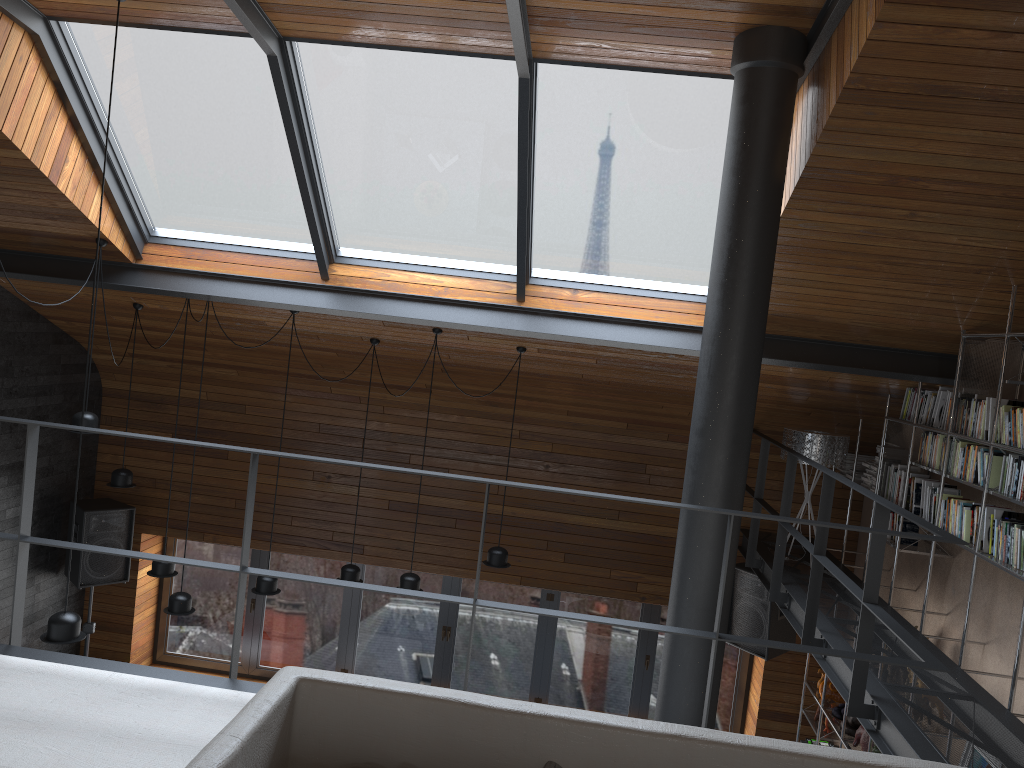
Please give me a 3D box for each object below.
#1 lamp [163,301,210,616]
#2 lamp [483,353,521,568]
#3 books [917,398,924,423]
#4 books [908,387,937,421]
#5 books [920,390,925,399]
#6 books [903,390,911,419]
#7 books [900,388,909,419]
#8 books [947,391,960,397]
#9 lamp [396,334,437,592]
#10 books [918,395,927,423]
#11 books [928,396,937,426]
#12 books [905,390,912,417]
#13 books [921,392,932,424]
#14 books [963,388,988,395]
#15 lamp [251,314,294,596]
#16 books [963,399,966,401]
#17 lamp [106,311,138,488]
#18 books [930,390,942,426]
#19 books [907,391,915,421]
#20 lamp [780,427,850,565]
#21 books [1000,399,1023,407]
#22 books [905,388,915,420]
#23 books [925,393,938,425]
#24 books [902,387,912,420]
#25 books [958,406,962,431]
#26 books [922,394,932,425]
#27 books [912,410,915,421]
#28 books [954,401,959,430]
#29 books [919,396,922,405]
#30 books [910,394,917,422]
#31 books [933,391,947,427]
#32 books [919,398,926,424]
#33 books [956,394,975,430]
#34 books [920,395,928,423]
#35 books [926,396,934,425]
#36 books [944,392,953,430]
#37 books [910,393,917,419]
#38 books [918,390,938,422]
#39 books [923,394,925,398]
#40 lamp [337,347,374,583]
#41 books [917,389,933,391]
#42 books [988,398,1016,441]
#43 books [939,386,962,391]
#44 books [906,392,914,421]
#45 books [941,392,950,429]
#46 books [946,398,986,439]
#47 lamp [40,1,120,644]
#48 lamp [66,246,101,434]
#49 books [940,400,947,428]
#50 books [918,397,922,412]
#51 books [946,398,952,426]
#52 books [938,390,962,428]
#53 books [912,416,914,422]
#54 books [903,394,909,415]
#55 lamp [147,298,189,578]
[{"bbox_3d":[-2.187,0.451,6.114,0.210,2.273,0.210,9,4,42],"label":"lamp"},{"bbox_3d":[-0.024,0.550,6.489,0.210,1.565,0.210,9,4,42],"label":"lamp"},{"bbox_3d":[2.731,0.181,5.825,0.111,0.171,0.056,7,3,5],"label":"books"},{"bbox_3d":[2.779,0.145,6.002,0.143,0.233,0.081,7,3,5],"label":"books"},{"bbox_3d":[2.768,0.159,5.867,0.161,0.220,0.074,7,3,5],"label":"books"},{"bbox_3d":[2.794,0.150,6.113,0.149,0.202,0.067,7,3,4],"label":"books"},{"bbox_3d":[2.795,0.141,6.163,0.148,0.229,0.073,7,3,5],"label":"books"},{"bbox_3d":[2.768,0.169,5.476,0.191,0.244,0.075,7,3,5],"label":"books"},{"bbox_3d":[-0.640,0.553,6.388,0.210,1.911,0.210,9,4,42],"label":"lamp"},{"bbox_3d":[2.731,0.171,5.786,0.111,0.194,0.059,7,3,5],"label":"books"},{"bbox_3d":[2.739,0.175,5.659,0.123,0.201,0.071,7,3,5],"label":"books"},{"bbox_3d":[2.801,0.145,6.096,0.148,0.229,0.073,7,3,5],"label":"books"},{"bbox_3d":[2.746,0.165,5.745,0.137,0.213,0.068,7,3,5],"label":"books"},{"bbox_3d":[2.719,0.163,5.239,0.143,0.268,0.020,7,3,5],"label":"books"},{"bbox_3d":[-1.674,0.497,6.395,0.210,2.034,0.210,9,4,42],"label":"lamp"},{"bbox_3d":[2.704,0.197,5.196,0.129,0.203,0.021,7,3,5],"label":"books"},{"bbox_3d":[-2.911,0.095,6.749,0.210,1.369,0.210,9,4,42],"label":"lamp"},{"bbox_3d":[2.720,0.159,5.552,0.148,0.229,0.073,7,3,5],"label":"books"},{"bbox_3d":[2.788,0.159,6.034,0.146,0.208,0.071,7,3,5],"label":"books"},{"bbox_3d":[2.251,0.859,6.743,0.475,1.002,0.475,8,4,29],"label":"lamp"},{"bbox_3d":[2.667,0.204,4.724,0.148,0.233,0.053,7,3,5],"label":"books"},{"bbox_3d":[2.798,0.148,6.069,0.160,0.228,0.080,7,3,5],"label":"books"},{"bbox_3d":[2.741,0.167,5.688,0.133,0.215,0.070,7,3,5],"label":"books"},{"bbox_3d":[2.809,0.145,6.134,0.169,0.229,0.077,7,3,5],"label":"books"},{"bbox_3d":[2.701,0.206,5.214,0.131,0.181,0.014,7,3,5],"label":"books"},{"bbox_3d":[2.745,0.171,5.732,0.131,0.202,0.068,7,3,5],"label":"books"},{"bbox_3d":[2.757,0.165,5.919,0.127,0.197,0.063,7,3,5],"label":"books"},{"bbox_3d":[2.709,0.192,5.270,0.148,0.206,0.018,7,3,5],"label":"books"},{"bbox_3d":[2.745,0.176,5.860,0.117,0.180,0.059,7,3,5],"label":"books"},{"bbox_3d":[2.750,0.164,5.931,0.127,0.197,0.063,7,3,5],"label":"books"},{"bbox_3d":[2.716,0.161,5.506,0.148,0.229,0.073,7,3,5],"label":"books"},{"bbox_3d":[2.732,0.182,5.780,0.112,0.173,0.054,7,3,5],"label":"books"},{"bbox_3d":[2.697,0.180,5.225,0.129,0.231,0.010,7,3,5],"label":"books"},{"bbox_3d":[2.745,0.174,5.763,0.138,0.189,0.065,7,3,5],"label":"books"},{"bbox_3d":[2.741,0.179,5.677,0.126,0.194,0.064,7,3,5],"label":"books"},{"bbox_3d":[2.726,0.173,5.402,0.148,0.234,0.033,7,3,5],"label":"books"},{"bbox_3d":[2.765,0.163,5.971,0.127,0.197,0.063,7,3,5],"label":"books"},{"bbox_3d":[2.741,0.156,5.794,0.122,0.227,0.076,7,3,5],"label":"books"},{"bbox_3d":[2.743,0.169,5.839,0.111,0.194,0.059,7,3,5],"label":"books"},{"bbox_3d":[-1.136,0.522,6.760,0.210,2.002,0.210,9,4,42],"label":"lamp"},{"bbox_3d":[2.781,0.150,5.987,0.129,0.226,0.069,7,3,5],"label":"books"},{"bbox_3d":[2.640,0.198,4.761,0.148,0.233,0.053,7,3,5],"label":"books"},{"bbox_3d":[2.758,0.150,5.628,0.143,0.264,0.088,7,3,5],"label":"books"},{"bbox_3d":[2.776,0.159,6.048,0.130,0.202,0.063,7,3,5],"label":"books"},{"bbox_3d":[2.724,0.172,5.425,0.148,0.233,0.053,7,3,5],"label":"books"},{"bbox_3d":[2.678,0.192,5.117,0.131,0.216,0.509,7,3,5],"label":"books"},{"bbox_3d":[-2.109,-0.300,4.441,0.210,3.208,0.210,8,3,27],"label":"lamp"},{"bbox_3d":[-2.697,-0.292,5.701,0.210,1.206,0.210,9,4,42],"label":"lamp"},{"bbox_3d":[2.724,0.190,5.465,0.131,0.178,0.057,7,3,5],"label":"books"},{"bbox_3d":[2.738,0.179,5.851,0.112,0.173,0.054,7,3,5],"label":"books"},{"bbox_3d":[2.720,0.190,5.380,0.143,0.199,0.019,7,3,5],"label":"books"},{"bbox_3d":[2.764,0.165,5.488,0.191,0.249,0.077,7,3,5],"label":"books"},{"bbox_3d":[2.749,0.179,5.912,0.119,0.169,0.058,7,3,5],"label":"books"},{"bbox_3d":[2.787,0.160,6.129,0.131,0.178,0.057,7,3,5],"label":"books"},{"bbox_3d":[-2.385,0.346,6.289,0.210,2.036,0.210,9,4,42],"label":"lamp"}]
